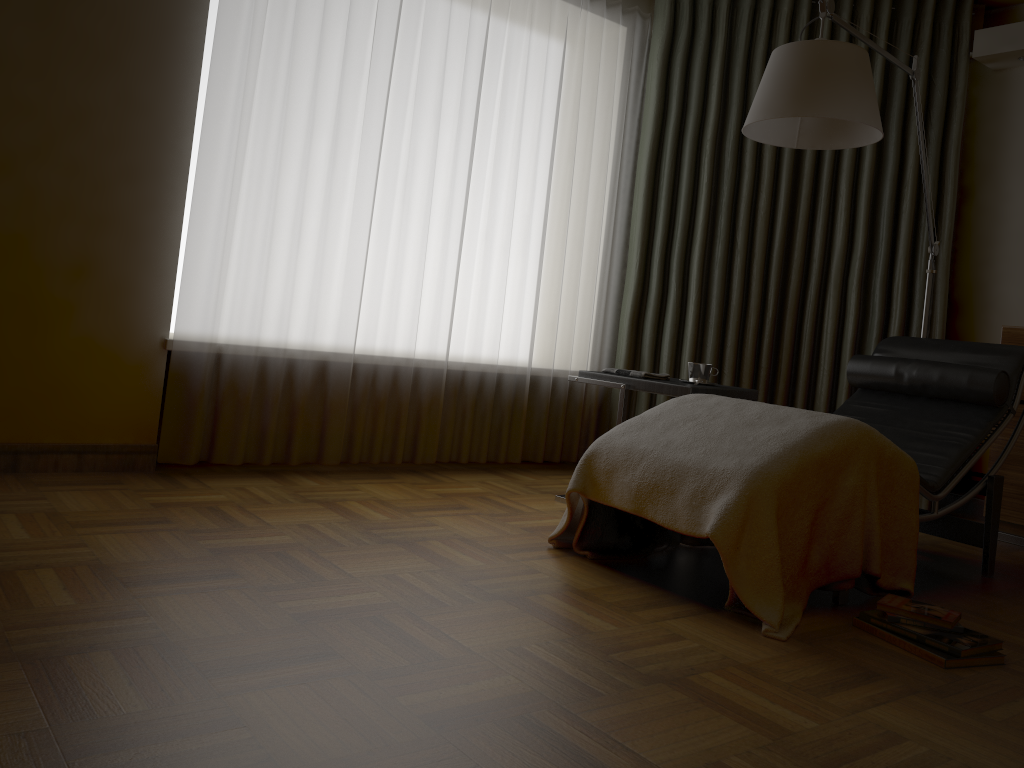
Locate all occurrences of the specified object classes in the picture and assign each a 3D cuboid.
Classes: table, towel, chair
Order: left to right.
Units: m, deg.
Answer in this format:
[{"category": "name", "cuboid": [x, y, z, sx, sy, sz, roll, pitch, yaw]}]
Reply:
[{"category": "towel", "cuboid": [0.496, -0.038, 3.487, 0.178, 0.035, 0.242, 4, 4, -34]}, {"category": "table", "cuboid": [0.617, 0.007, 3.485, 0.520, 0.045, 0.497, 10, 5, 43]}, {"category": "chair", "cuboid": [1.112, 0.193, 2.966, 1.780, 0.798, 0.639, 4, 2, -38]}]

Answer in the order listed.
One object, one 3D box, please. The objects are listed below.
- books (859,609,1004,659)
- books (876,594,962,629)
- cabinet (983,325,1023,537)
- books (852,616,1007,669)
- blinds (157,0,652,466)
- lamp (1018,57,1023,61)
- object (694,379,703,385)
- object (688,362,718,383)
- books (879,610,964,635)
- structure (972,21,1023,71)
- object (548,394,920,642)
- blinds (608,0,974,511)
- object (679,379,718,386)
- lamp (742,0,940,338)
[{"category": "books", "cuboid": [1.029, 0.607, 2.177, 0.188, 0.020, 0.266, 4, 4, -34]}, {"category": "books", "cuboid": [1.016, 0.566, 2.205, 0.174, 0.018, 0.123, 9, 5, 36]}, {"category": "cabinet", "cuboid": [2.705, 0.290, 3.206, 0.413, 0.862, 1.683, 7, 2, -38]}, {"category": "books", "cuboid": [1.015, 0.627, 2.164, 0.199, 0.022, 0.281, 5, 4, -24]}, {"category": "blinds", "cuboid": [-0.256, -0.802, 3.800, 2.185, 2.294, 0.093, 6, -1, -38]}, {"category": "lamp", "cuboid": [2.725, -1.459, 3.673, 0.050, 0.028, 1.164, 4, 4, -38]}, {"category": "object", "cuboid": [0.698, -0.007, 3.327, 0.029, 0.019, 0.123, 7, 4, 21]}, {"category": "object", "cuboid": [0.732, -0.040, 3.430, 0.110, 0.078, 0.098, 5, 2, -37]}, {"category": "books", "cuboid": [1.018, 0.584, 2.211, 0.173, 0.018, 0.123, 7, 4, 11]}, {"category": "structure", "cuboid": [2.955, -1.470, 3.401, 0.272, 0.130, 2.191, 4, 4, -38]}, {"category": "object", "cuboid": [0.671, 0.314, 2.652, 0.904, 0.521, 0.922, 5, 3, -38]}, {"category": "blinds", "cuboid": [1.343, -0.718, 4.321, 1.534, 2.456, 0.224, 6, -1, 7]}, {"category": "object", "cuboid": [0.722, -0.004, 3.425, 0.149, 0.009, 0.151, 4, 4, -33]}, {"category": "lamp", "cuboid": [1.344, -0.342, 3.215, 1.408, 1.970, 0.453, 6, -1, -34]}]
